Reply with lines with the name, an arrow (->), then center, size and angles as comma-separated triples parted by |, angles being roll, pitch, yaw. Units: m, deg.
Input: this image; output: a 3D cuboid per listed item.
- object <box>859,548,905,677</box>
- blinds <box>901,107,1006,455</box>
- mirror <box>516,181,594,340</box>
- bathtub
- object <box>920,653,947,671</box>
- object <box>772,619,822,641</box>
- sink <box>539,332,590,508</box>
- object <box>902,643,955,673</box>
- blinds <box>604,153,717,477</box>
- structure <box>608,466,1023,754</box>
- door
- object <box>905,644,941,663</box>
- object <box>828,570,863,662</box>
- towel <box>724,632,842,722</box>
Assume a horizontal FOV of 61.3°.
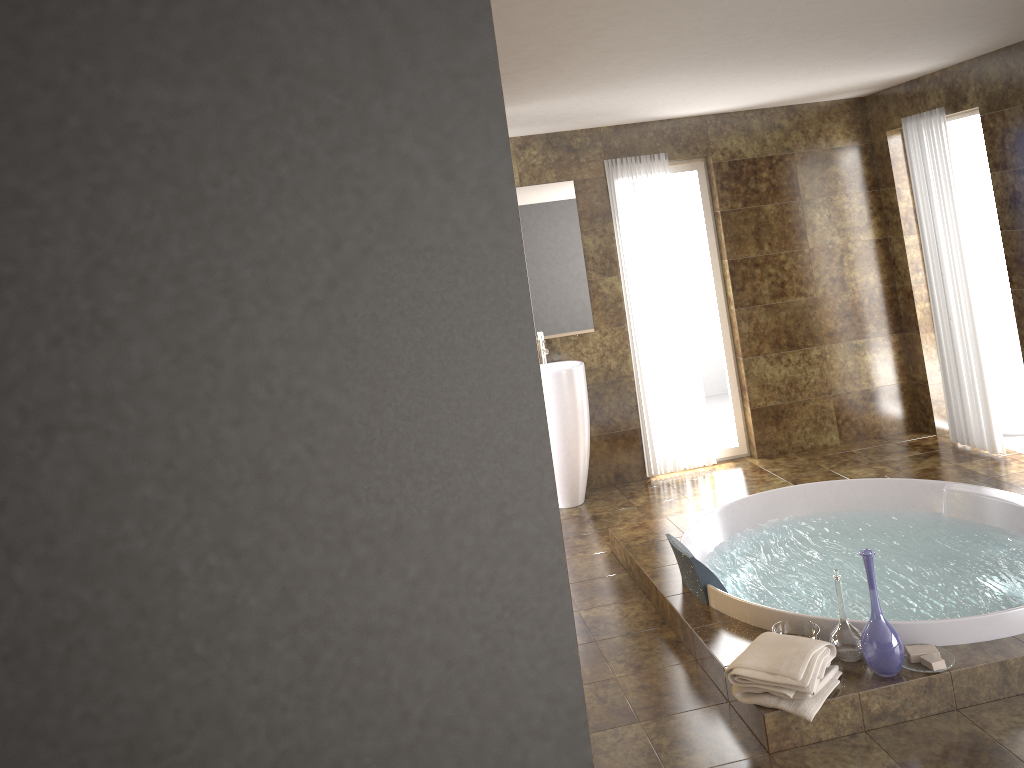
object -> 1.249, 0.775, 2.963 | 0.136, 0.420, 0.135 | -8, -3, 0
blinds -> 2.900, -0.702, 5.752 | 0.069, 2.275, 0.478 | -7, -4, -7
mirror -> 0.130, -0.848, 6.052 | 0.771, 1.091, 0.008 | -8, -4, -9
bathtub -> 1.660, 0.831, 3.929 | 1.733, 0.521, 1.783 | -4, 8, 23
object -> 1.422, 0.939, 2.918 | 0.054, 0.034, 0.073 | -8, 7, -7
object -> 1.048, 0.939, 3.176 | 0.172, 0.075, 0.169 | -11, 8, -26
sink -> 0.301, 0.231, 5.756 | 0.460, 1.135, 0.433 | -7, -2, -5
object -> 1.420, 0.949, 2.976 | 0.192, 0.018, 0.189 | -11, 9, -19
blinds -> 1.041, -0.514, 6.118 | 0.521, 2.263, 0.066 | -7, -4, -9
structure -> 1.663, 0.839, 3.931 | 2.013, 0.124, 2.014 | -9, 9, -8
door -> 3.485, -0.774, 6.027 | 0.949, 2.226, 0.040 | -9, -4, 25
object -> 1.420, 0.932, 2.988 | 0.100, 0.032, 0.062 | -7, 6, 7
object -> 1.182, 0.820, 3.086 | 0.130, 0.308, 0.129 | -8, -2, 0
towel -> 0.923, 0.976, 2.949 | 0.335, 0.150, 0.327 | -3, 8, 36
